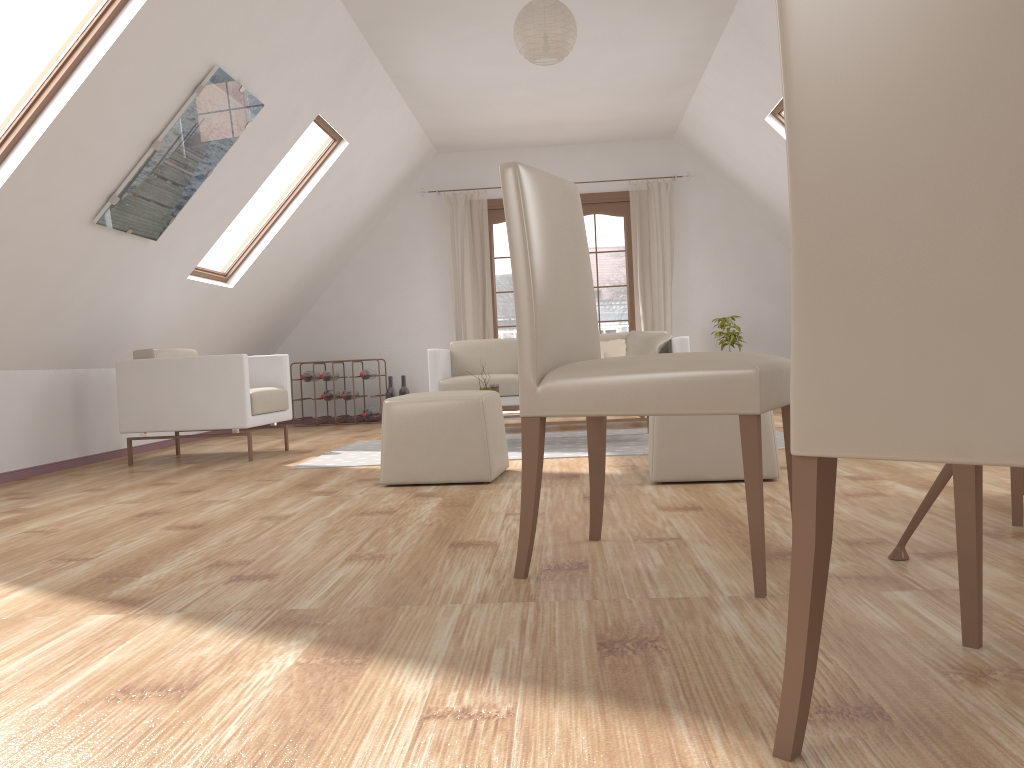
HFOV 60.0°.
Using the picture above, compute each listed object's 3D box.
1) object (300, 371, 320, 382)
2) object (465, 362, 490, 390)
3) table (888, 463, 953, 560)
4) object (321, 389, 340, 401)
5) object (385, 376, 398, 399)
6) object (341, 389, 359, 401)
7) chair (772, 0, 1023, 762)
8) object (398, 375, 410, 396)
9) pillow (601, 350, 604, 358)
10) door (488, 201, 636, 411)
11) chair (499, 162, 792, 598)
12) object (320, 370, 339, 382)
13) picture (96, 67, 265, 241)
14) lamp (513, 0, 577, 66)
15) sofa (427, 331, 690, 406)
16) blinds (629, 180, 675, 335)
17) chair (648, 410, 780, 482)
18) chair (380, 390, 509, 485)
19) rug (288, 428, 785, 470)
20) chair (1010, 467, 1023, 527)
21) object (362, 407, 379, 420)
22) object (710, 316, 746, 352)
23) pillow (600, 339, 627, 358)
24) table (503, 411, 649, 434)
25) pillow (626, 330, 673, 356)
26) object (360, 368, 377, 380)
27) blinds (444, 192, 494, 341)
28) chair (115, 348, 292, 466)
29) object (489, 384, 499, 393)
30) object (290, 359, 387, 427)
[{"bbox_3d":[-1.936,-0.070,8.461,0.110,0.110,0.439,-3,1,4],"label":"object"},{"bbox_3d":[-0.183,0.013,5.571,0.184,0.359,0.123,-4,2,-45],"label":"object"},{"bbox_3d":[1.237,0.026,1.732,1.198,0.770,1.198,-2,2,24],"label":"table"},{"bbox_3d":[-1.742,0.110,8.457,0.109,0.109,0.435,-3,1,4],"label":"object"},{"bbox_3d":[-1.139,0.146,8.406,0.115,0.443,0.120,-3,1,-2],"label":"object"},{"bbox_3d":[-1.557,0.105,8.445,0.109,0.109,0.435,-3,1,4],"label":"object"},{"bbox_3d":[0.679,-0.045,1.123,0.618,0.999,0.477,-4,2,-42],"label":"chair"},{"bbox_3d":[-1.042,0.137,8.610,0.115,0.443,0.120,-3,1,-2],"label":"object"},{"bbox_3d":[0.511,-0.176,6.691,0.363,0.170,0.227,-3,1,9],"label":"pillow"},{"bbox_3d":[0.490,-0.746,8.699,1.546,2.001,0.098,-3,1,4],"label":"door"},{"bbox_3d":[0.346,-0.055,2.168,0.618,0.999,0.477,-2,2,28],"label":"chair"},{"bbox_3d":[-1.753,-0.075,8.454,0.109,0.109,0.435,-3,1,4],"label":"object"},{"bbox_3d":[-1.750,-1.197,4.756,0.683,0.738,0.650,-3,1,4],"label":"picture"},{"bbox_3d":[0.173,-1.966,4.722,0.340,0.497,0.340,-1,2,43],"label":"lamp"},{"bbox_3d":[0.361,-0.023,6.751,1.880,0.706,0.820,-3,1,4],"label":"sofa"},{"bbox_3d":[1.386,-0.881,8.507,0.424,2.129,0.123,-3,1,-1],"label":"blinds"},{"bbox_3d":[0.821,0.183,3.715,0.506,0.394,0.506,-3,1,8],"label":"chair"},{"bbox_3d":[-0.301,0.229,4.030,0.506,0.394,0.506,-3,1,8],"label":"chair"},{"bbox_3d":[0.254,0.365,5.428,2.800,0.007,1.600,-3,1,4],"label":"rug"},{"bbox_3d":[1.695,-0.129,2.549,0.477,0.999,0.618,-2,2,31],"label":"chair"},{"bbox_3d":[-1.361,0.283,8.437,0.109,0.109,0.435,-3,1,4],"label":"object"},{"bbox_3d":[2.040,-0.218,8.331,0.311,0.846,0.307,-3,1,-4],"label":"object"},{"bbox_3d":[0.707,-0.231,6.823,0.351,0.225,0.196,-3,1,9],"label":"pillow"},{"bbox_3d":[0.293,0.270,5.490,1.173,0.190,0.730,-3,1,4],"label":"table"},{"bbox_3d":[1.016,-0.278,6.758,0.269,0.276,0.424,-4,2,-37],"label":"pillow"},{"bbox_3d":[-1.380,-0.093,8.430,0.109,0.109,0.435,-3,1,4],"label":"object"},{"bbox_3d":[-0.404,-0.796,8.662,0.423,2.130,0.120,-3,1,1],"label":"blinds"},{"bbox_3d":[-1.903,0.114,5.608,0.820,0.706,0.748,-3,1,6],"label":"chair"},{"bbox_3d":[-0.110,0.094,5.681,0.075,0.185,0.075,-2,2,35],"label":"object"},{"bbox_3d":[-1.646,0.080,8.492,0.854,0.608,0.417,-3,1,4],"label":"object"}]
